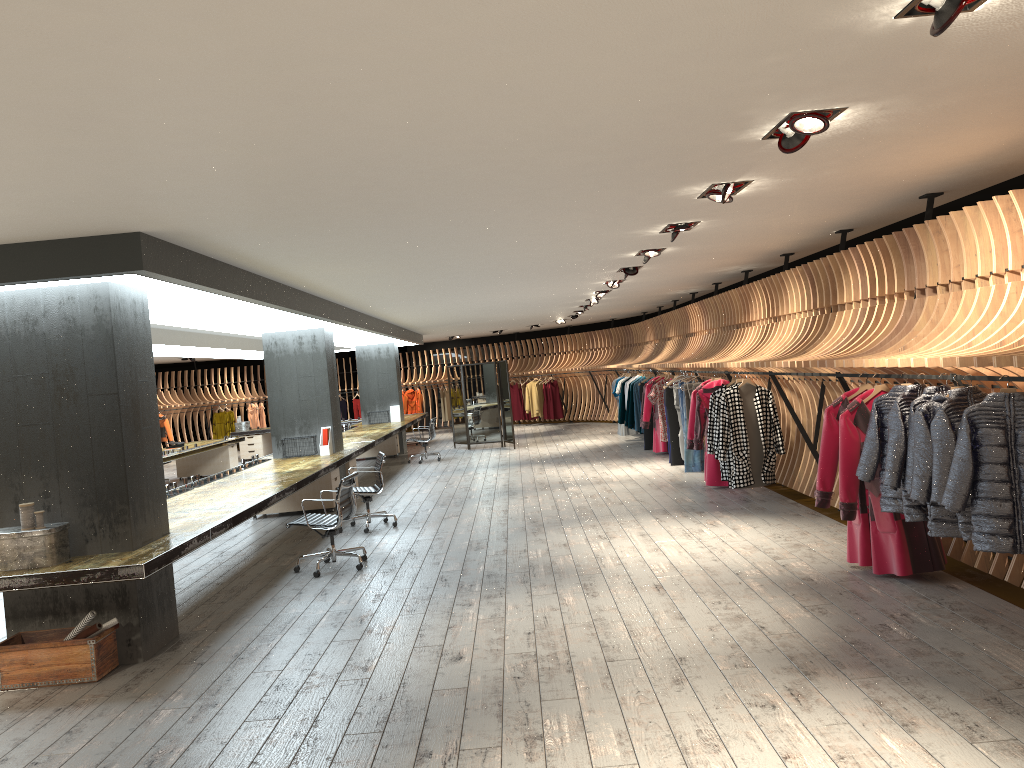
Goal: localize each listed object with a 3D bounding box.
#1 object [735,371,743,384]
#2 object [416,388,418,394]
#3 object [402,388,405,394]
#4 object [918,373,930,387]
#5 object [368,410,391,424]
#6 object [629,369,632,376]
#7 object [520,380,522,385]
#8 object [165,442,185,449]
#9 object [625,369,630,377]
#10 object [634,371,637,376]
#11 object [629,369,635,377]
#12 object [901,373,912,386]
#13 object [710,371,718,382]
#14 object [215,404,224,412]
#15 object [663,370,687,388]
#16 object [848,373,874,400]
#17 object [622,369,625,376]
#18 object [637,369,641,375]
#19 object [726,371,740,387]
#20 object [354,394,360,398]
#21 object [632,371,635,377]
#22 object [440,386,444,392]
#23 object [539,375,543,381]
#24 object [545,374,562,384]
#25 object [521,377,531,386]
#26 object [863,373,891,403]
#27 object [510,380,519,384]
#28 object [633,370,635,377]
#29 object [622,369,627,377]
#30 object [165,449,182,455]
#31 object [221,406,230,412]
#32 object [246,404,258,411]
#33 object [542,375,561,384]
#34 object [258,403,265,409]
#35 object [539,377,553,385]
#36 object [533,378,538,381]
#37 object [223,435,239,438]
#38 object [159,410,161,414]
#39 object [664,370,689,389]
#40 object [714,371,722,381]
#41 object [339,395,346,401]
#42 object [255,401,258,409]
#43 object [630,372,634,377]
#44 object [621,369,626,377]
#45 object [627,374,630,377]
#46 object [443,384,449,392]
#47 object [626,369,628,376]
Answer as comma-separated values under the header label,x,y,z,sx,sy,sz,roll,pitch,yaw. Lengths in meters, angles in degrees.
label,x,y,z,sx,sy,sz,roll,pitch,yaw
object,2.554,-0.007,9.891,0.525,0.270,0.012,-5,0,0
object,-2.900,0.178,27.298,0.012,0.270,0.525,-5,1,-20
object,-3.372,0.220,27.375,0.012,0.270,0.525,-5,1,5
object,2.577,0.044,5.542,0.440,0.226,0.010,-5,0,-10
object,-2.973,0.752,19.830,0.459,0.289,0.330,-5,1,3
object,2.587,-0.172,19.006,0.523,0.290,0.013,-5,0,-5
object,0.241,-0.085,25.822,0.012,0.270,0.525,-5,1,-5
object,-6.731,1.217,17.728,0.261,0.111,0.373,-5,1,0
object,2.536,-0.170,19.200,0.523,0.288,0.015,-5,0,10
object,2.567,-0.159,18.221,0.525,0.270,0.012,-5,0,5
object,2.562,-0.175,18.788,0.525,0.270,0.012,-6,0,-15
object,2.575,0.039,5.778,0.010,0.226,0.440,-5,1,-40
object,2.585,-0.034,11.277,0.525,0.270,0.012,-5,0,20
object,-8.459,0.724,25.659,0.525,0.270,0.012,-5,0,30
object,2.565,-0.081,13.765,0.525,0.270,0.012,-5,1,40
object,2.587,0.051,6.462,0.525,0.270,0.012,-5,0,30
object,2.557,-0.196,20.096,0.525,0.270,0.012,-5,0,15
object,2.568,-0.161,17.847,0.525,0.270,0.012,-5,0,5
object,2.582,-0.015,10.217,0.525,0.270,0.012,-5,0,20
object,-4.768,0.349,27.351,0.012,0.270,0.525,-5,1,-45
object,2.568,-0.163,18.430,0.525,0.270,0.012,-5,0,0
object,-2.129,0.112,27.106,0.012,0.270,0.525,-5,1,15
object,0.831,-0.132,25.236,0.012,0.270,0.525,-5,1,40
object,1.158,-0.152,24.857,0.525,0.270,0.012,-6,0,-25
object,0.478,-0.103,25.623,0.525,0.270,0.012,-6,0,-35
object,2.595,0.065,6.188,0.523,0.291,0.015,-5,0,10
object,0.031,-0.068,25.987,0.525,0.270,0.012,-5,0,0
object,2.581,-0.163,18.348,0.525,0.270,0.012,-5,0,0
object,2.557,-0.191,19.814,0.525,0.270,0.012,-5,0,15
object,-6.086,1.216,15.873,0.302,0.071,0.209,-5,1,-5
object,-8.328,0.710,25.786,0.525,0.270,0.012,-5,0,30
object,-7.713,0.641,26.261,0.525,0.270,0.012,-5,0,35
object,1.101,-0.148,24.941,0.525,0.270,0.012,-5,0,0
object,-7.469,0.616,26.403,0.012,0.270,0.525,-5,1,-35
object,0.995,-0.140,25.061,0.525,0.270,0.012,-6,0,-25
object,0.688,-0.122,25.406,0.525,0.270,0.012,-5,0,0
object,-6.093,1.156,19.252,0.302,0.074,0.217,-5,1,-6
object,-9.628,0.855,24.236,0.525,0.270,0.012,-5,0,30
object,2.574,-0.077,13.552,0.525,0.270,0.012,-5,0,0
object,2.549,-0.025,10.955,0.525,0.270,0.012,-5,0,30
object,-5.291,0.397,27.267,0.012,0.270,0.525,-5,1,25
object,-7.615,0.631,26.329,0.012,0.270,0.525,-5,1,-30
object,2.548,-0.160,18.615,0.524,0.284,0.014,-5,0,10
object,2.550,-0.193,19.951,0.525,0.270,0.012,-5,0,-10
object,2.563,-0.177,19.094,0.525,0.270,0.012,-5,0,5
object,-1.999,0.101,27.088,0.012,0.270,0.525,-5,1,20
object,2.577,-0.189,19.641,0.525,0.270,0.012,-6,0,-15
